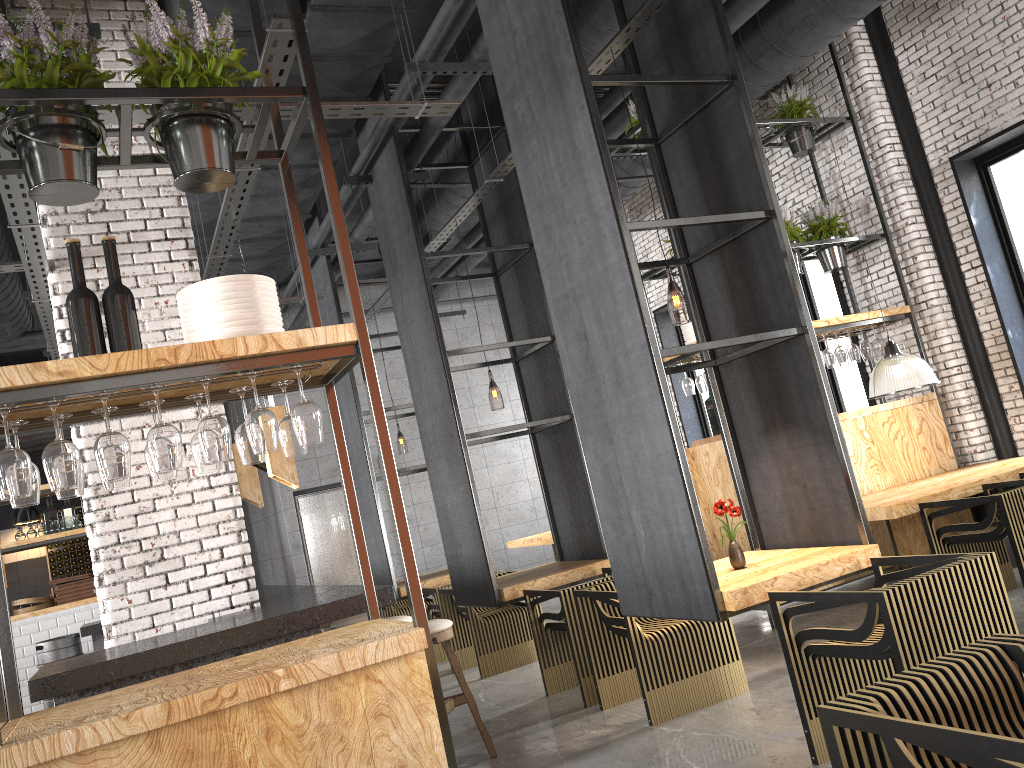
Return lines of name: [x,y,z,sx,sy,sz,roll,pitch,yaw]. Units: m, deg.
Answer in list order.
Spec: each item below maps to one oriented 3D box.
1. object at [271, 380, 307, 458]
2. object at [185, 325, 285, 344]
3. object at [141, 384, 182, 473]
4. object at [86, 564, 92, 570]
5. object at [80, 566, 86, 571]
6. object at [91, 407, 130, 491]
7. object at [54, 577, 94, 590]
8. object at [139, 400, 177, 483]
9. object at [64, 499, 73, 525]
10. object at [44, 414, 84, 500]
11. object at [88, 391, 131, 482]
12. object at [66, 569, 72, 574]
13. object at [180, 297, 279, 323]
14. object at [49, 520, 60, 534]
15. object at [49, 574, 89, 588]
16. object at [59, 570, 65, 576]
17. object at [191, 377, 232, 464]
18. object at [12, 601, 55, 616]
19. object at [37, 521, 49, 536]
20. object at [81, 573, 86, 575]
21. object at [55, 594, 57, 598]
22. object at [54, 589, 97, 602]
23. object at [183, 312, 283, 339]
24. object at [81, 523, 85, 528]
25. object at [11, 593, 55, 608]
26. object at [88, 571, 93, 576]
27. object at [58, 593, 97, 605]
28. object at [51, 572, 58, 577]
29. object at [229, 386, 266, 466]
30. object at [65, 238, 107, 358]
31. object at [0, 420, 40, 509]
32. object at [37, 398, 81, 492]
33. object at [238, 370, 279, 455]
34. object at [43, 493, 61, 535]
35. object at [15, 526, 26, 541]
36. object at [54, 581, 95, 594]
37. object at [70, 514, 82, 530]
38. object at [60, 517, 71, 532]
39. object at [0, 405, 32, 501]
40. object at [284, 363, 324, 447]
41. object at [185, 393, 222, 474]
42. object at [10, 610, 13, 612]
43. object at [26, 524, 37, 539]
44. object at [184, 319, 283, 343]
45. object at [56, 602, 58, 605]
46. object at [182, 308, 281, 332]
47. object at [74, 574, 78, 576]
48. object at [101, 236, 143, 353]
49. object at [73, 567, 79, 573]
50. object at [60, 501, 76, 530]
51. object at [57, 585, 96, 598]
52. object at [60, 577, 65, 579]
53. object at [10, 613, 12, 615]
object: [-0.797,0.126,3.180,0.100,0.268,0.101,-17,-9,28]
object: [-0.951,-0.144,3.060,0.334,0.037,0.335,-17,-8,31]
object: [-1.080,0.134,2.735,0.100,0.268,0.101,-17,-9,28]
object: [-6.413,2.775,13.454,0.079,0.079,0.282,-9,-8,-25]
object: [-6.489,2.786,13.395,0.079,0.079,0.282,-9,-8,-25]
object: [-1.324,0.215,2.928,0.100,0.268,0.101,-17,-9,28]
object: [-5.133,2.348,10.418,0.405,0.044,0.633,-9,-8,-32]
object: [-1.192,0.192,2.991,0.100,0.268,0.101,-17,-9,28]
object: [-5.497,1.559,10.976,0.141,0.552,0.096,-10,-9,-21]
object: [-1.447,0.236,2.868,0.101,0.268,0.101,-14,-8,11]
object: [-1.211,0.157,2.672,0.100,0.268,0.101,-17,-9,28]
object: [-6.654,2.812,13.307,0.079,0.079,0.282,-9,-8,-25]
object: [-0.973,-0.234,3.073,0.335,0.043,0.333,-7,-9,-42]
object: [-5.535,1.725,10.714,0.118,0.181,0.118,-20,-10,40]
object: [-5.164,2.300,10.346,0.407,0.094,0.634,-9,-8,-28]
object: [-6.742,2.828,13.274,0.079,0.079,0.282,-9,-8,-25]
object: [-0.948,0.112,2.798,0.100,0.268,0.101,-17,-9,28]
object: [-5.511,2.565,10.212,0.437,0.097,0.436,-13,-7,-1]
object: [-5.638,1.740,10.650,0.118,0.181,0.118,-14,-8,8]
object: [-6.466,2.887,13.380,0.079,0.079,0.279,-9,-8,-25]
object: [-6.756,3.148,13.188,0.079,0.079,0.279,-9,-8,-25]
object: [-5.104,2.477,10.399,0.405,0.044,0.633,-10,-8,-23]
object: [-0.961,-0.181,3.066,0.334,0.039,0.335,-17,-8,31]
object: [-6.536,2.156,13.504,0.079,0.079,0.282,-9,-8,-25]
object: [-5.524,2.500,10.225,0.436,0.154,0.439,-16,-8,21]
object: [-6.388,2.876,13.434,0.079,0.079,0.279,-9,-8,-25]
object: [-5.094,2.520,10.393,0.405,0.044,0.633,-9,-8,-30]
object: [-6.817,2.838,13.213,0.079,0.079,0.282,-9,-8,-25]
object: [-0.929,0.148,3.117,0.100,0.268,0.101,-17,-9,28]
object: [-1.397,-0.245,2.890,0.098,0.472,0.098,-17,-9,27]
object: [-1.561,0.255,2.814,0.101,0.268,0.101,-14,-8,11]
object: [-1.335,0.178,2.613,0.101,0.268,0.101,-14,-8,11]
object: [-0.817,0.090,2.861,0.100,0.268,0.101,-17,-9,28]
object: [-5.661,1.587,10.887,0.157,0.555,0.105,-10,-9,-21]
object: [-5.867,1.783,10.570,0.118,0.181,0.118,-17,-9,28]
object: [-5.123,2.391,10.412,0.405,0.044,0.633,-10,-8,-25]
object: [-5.304,1.681,10.788,0.118,0.181,0.118,-13,-8,-1]
object: [-5.434,1.710,10.782,0.118,0.181,0.118,-6,-10,-41]
object: [-1.449,0.197,2.558,0.101,0.268,0.101,-14,-8,11]
object: [-0.685,0.068,2.924,0.100,0.268,0.101,-17,-9,28]
object: [-1.061,0.170,3.054,0.100,0.268,0.101,-17,-9,28]
object: [-5.929,2.632,10.058,0.405,0.019,0.458,-17,-8,33]
object: [-5.751,1.761,10.606,0.118,0.181,0.118,-16,-8,24]
object: [-0.957,-0.163,3.063,0.334,0.040,0.334,-17,-8,28]
object: [-6.739,3.253,13.188,0.079,0.079,0.279,-9,-8,-25]
object: [-0.965,-0.200,3.068,0.335,0.040,0.333,-13,-7,-3]
object: [-6.558,2.906,13.357,0.079,0.079,0.279,-9,-8,-25]
object: [-1.301,-0.261,2.936,0.098,0.472,0.098,-17,-9,27]
object: [-6.574,2.800,13.355,0.079,0.079,0.282,-9,-8,-25]
object: [-5.482,1.634,10.970,0.157,0.407,0.105,-10,-9,-21]
object: [-5.113,2.434,10.406,0.405,0.044,0.633,-9,-8,-29]
object: [-6.711,2.926,13.241,0.079,0.079,0.279,-9,-8,-25]
object: [-5.893,2.658,10.059,0.457,0.019,0.407,-18,-9,37]
